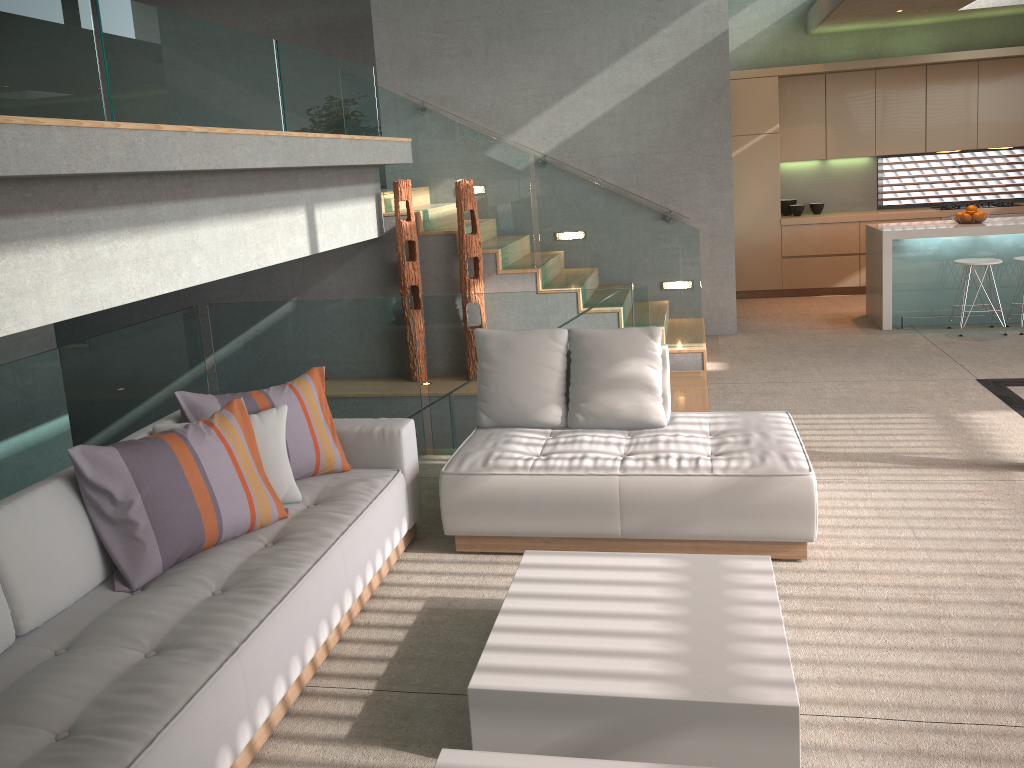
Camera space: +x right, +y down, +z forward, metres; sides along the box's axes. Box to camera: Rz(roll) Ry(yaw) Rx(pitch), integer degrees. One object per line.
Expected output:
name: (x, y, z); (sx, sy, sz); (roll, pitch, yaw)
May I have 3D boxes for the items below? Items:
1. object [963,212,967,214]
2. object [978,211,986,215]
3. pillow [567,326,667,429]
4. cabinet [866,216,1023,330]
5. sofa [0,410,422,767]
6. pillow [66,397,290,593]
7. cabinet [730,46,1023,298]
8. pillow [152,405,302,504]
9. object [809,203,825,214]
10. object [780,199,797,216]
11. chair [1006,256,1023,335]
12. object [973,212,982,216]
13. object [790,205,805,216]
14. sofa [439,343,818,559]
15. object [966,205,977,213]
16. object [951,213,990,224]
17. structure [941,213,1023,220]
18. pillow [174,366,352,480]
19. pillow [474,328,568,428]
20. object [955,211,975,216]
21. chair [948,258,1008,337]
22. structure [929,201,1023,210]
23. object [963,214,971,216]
object: (4.171, -1.545, 8.154); (0.087, 0.086, 0.087); (-10, 13, -27)
object: (4.266, -1.529, 8.043); (0.094, 0.093, 0.095); (-4, 12, 1)
pillow: (0.517, -0.030, 4.391); (0.492, 0.477, 0.270); (-1, 11, 12)
cabinet: (5.428, -1.060, 7.916); (4.118, 0.887, 0.813); (-1, 12, 12)
sofa: (-1.277, 0.767, 2.597); (1.048, 0.742, 3.516); (-1, 14, 12)
pillow: (-1.177, 0.378, 3.220); (0.312, 0.487, 0.746); (3, 14, 34)
cabinet: (6.008, -2.200, 8.942); (7.465, 2.533, 1.996); (-1, 11, 12)
pillow: (-1.138, 0.323, 3.542); (0.598, 0.400, 0.240); (-13, 13, -34)
object: (3.567, -2.050, 10.337); (0.169, 0.125, 0.172); (-4, 12, -1)
object: (3.249, -2.083, 10.434); (0.225, 0.185, 0.228); (-6, 12, -10)
chair: (4.490, -0.766, 7.552); (0.382, 0.615, 0.388); (-2, 11, 12)
object: (4.199, -1.507, 7.982); (0.086, 0.086, 0.088); (-3, 12, 2)
object: (3.310, -2.012, 10.257); (0.169, 0.125, 0.172); (-4, 12, -1)
sofa: (0.546, 0.263, 4.181); (1.595, 0.723, 1.029); (-1, 13, 12)
object: (4.203, -1.589, 8.085); (0.095, 0.093, 0.095); (3, 14, 31)
object: (4.184, -1.512, 8.072); (0.315, 0.081, 0.320); (-1, 14, 12)
structure: (5.117, -1.586, 9.623); (0.827, 0.494, 0.080); (-1, 10, 12)
pillow: (-1.070, 0.211, 3.820); (0.702, 0.497, 0.281); (-12, 13, -34)
pillow: (0.046, -0.033, 4.490); (0.492, 0.491, 0.242); (-1, 10, 12)
object: (4.125, -1.525, 8.061); (0.097, 0.099, 0.175); (-11, 15, -32)
chair: (4.027, -0.758, 7.649); (0.382, 0.615, 0.388); (-2, 11, 12)
structure: (5.145, -1.960, 9.812); (0.838, 0.090, 0.471); (-1, 14, 12)
object: (4.120, -1.504, 8.009); (0.081, 0.080, 0.081); (6, 15, 40)
